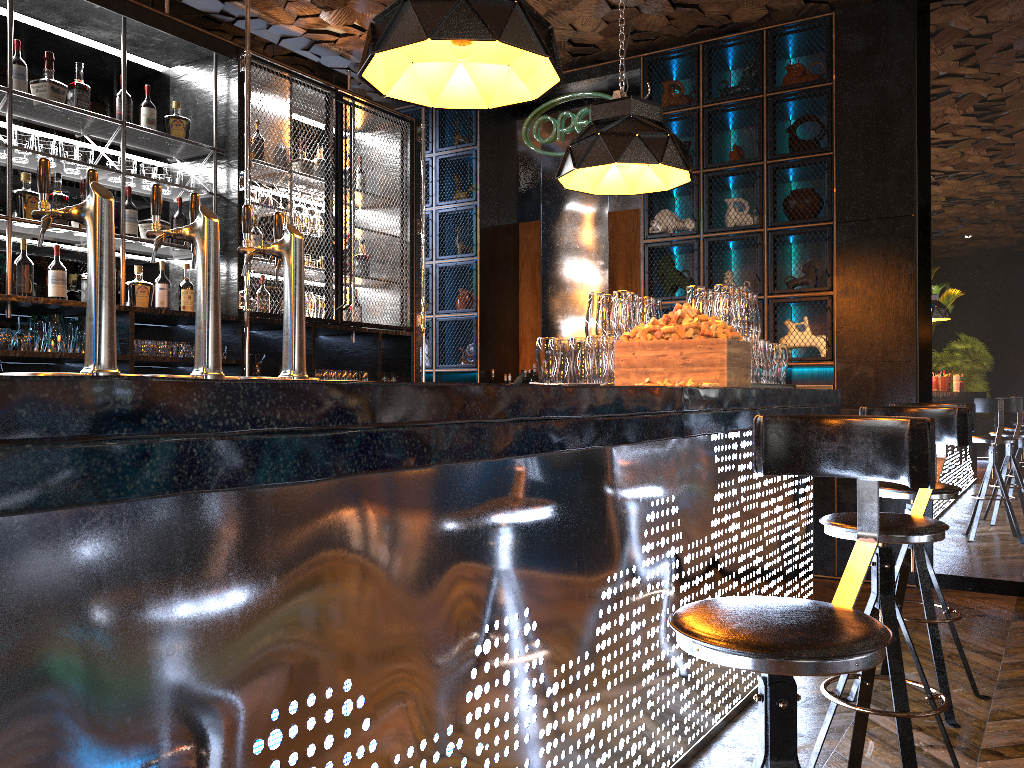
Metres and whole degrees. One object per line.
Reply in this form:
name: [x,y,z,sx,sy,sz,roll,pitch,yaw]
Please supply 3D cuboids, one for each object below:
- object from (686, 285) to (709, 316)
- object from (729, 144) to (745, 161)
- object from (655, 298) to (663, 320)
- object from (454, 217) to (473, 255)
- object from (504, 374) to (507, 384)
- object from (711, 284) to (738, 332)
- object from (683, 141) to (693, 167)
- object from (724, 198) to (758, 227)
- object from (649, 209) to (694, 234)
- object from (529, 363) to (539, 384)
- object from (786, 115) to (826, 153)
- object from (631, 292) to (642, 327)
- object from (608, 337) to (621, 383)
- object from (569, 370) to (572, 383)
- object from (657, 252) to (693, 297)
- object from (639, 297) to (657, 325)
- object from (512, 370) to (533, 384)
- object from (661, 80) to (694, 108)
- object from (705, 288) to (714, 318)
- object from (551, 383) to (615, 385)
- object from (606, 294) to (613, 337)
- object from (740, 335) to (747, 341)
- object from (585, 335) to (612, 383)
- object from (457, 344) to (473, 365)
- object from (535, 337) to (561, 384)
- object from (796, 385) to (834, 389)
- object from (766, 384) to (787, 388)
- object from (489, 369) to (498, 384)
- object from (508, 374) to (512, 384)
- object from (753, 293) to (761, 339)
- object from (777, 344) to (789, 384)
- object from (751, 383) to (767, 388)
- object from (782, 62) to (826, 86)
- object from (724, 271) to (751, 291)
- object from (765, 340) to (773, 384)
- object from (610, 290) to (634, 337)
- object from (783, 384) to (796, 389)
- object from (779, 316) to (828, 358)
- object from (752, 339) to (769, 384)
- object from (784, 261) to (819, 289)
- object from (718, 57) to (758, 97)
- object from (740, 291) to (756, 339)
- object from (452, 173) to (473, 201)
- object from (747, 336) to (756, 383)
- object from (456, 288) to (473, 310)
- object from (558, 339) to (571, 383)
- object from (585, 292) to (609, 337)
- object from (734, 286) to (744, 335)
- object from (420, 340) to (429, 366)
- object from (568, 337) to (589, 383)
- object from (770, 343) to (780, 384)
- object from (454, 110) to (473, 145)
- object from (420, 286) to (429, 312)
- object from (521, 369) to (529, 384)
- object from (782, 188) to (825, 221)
object: [0.757,-0.298,3.650,0.105,0.209,0.105,0,-1,-33]
object: [1.529,-1.523,5.996,0.105,0.168,0.210,0,-1,32]
object: [0.661,-0.292,4.147,0.105,0.209,0.105,0,-1,-33]
object: [-0.368,-1.165,7.153,0.198,0.358,0.116,0,-1,2]
object: [-0.051,0.041,6.957,0.065,0.237,0.065,0,-1,-10]
object: [0.861,-0.298,3.596,0.105,0.209,0.105,0,-1,-33]
object: [1.141,-1.560,6.193,0.253,0.249,0.126,0,-1,32]
object: [1.560,-1.126,5.973,0.253,0.249,0.126,0,-1,2]
object: [1.152,-1.110,6.186,0.403,0.221,0.192,0,-1,1]
object: [0.177,-0.002,6.848,0.086,0.313,0.086,0,-1,-15]
object: [1.897,-1.588,5.740,0.249,0.290,0.114,0,-1,32]
object: [0.519,-0.295,3.902,0.105,0.209,0.105,0,-1,-33]
object: [0.413,-0.087,3.639,0.105,0.209,0.105,0,-1,7]
object: [0.360,0.022,6.635,0.144,0.264,0.116,0,-1,32]
object: [1.145,-0.750,6.191,0.255,0.356,0.167,-1,-1,37]
object: [0.617,-0.293,4.067,0.105,0.209,0.105,0,-1,-33]
object: [0.108,0.017,7.066,0.229,0.294,0.165,0,-1,1]
object: [1.172,-1.992,6.196,0.253,0.249,0.126,0,-1,2]
object: [0.812,-0.297,3.748,0.105,0.209,0.105,0,-1,-33]
object: [0.267,0.008,3.639,0.437,0.019,0.273,0,-1,32]
object: [0.425,-0.294,3.974,0.105,0.209,0.105,0,-1,-33]
object: [0.901,-0.090,3.545,0.105,0.209,0.105,0,-1,-33]
object: [0.346,-0.088,3.553,0.105,0.209,0.105,0,-1,7]
object: [-0.350,-0.225,7.132,0.107,0.209,0.233,1,-1,-41]
object: [0.150,-0.086,3.672,0.105,0.209,0.105,0,-1,-33]
object: [1.847,0.075,5.633,0.396,0.132,0.123,0,-1,33]
object: [0.958,0.011,3.913,0.437,0.019,0.273,0,-1,32]
object: [-0.150,0.023,6.955,0.080,0.279,0.080,0,-1,-10]
object: [-0.016,0.040,6.878,0.065,0.237,0.065,0,-1,0]
object: [1.047,-0.295,3.920,0.105,0.209,0.105,0,-1,-33]
object: [1.242,-0.082,4.158,0.105,0.209,0.105,0,-1,7]
object: [0.816,0.008,3.669,0.437,0.019,0.273,0,-1,32]
object: [1.892,-1.981,5.747,0.278,0.222,0.138,0,-1,32]
object: [1.517,-0.669,5.984,0.183,0.210,0.096,0,-1,35]
object: [1.091,-0.087,3.890,0.105,0.209,0.105,0,-1,-33]
object: [0.474,-0.296,3.823,0.105,0.209,0.105,0,-1,-33]
object: [1.096,0.013,4.158,0.437,0.019,0.273,0,-1,32]
object: [1.900,-0.288,5.722,0.341,0.303,0.164,-1,-1,37]
object: [1.043,-0.088,3.789,0.105,0.209,0.105,0,-1,-33]
object: [1.873,-0.681,5.744,0.212,0.220,0.119,0,-1,16]
object: [1.534,-2.035,5.984,0.289,0.332,0.152,0,-1,24]
object: [1.003,-0.296,3.840,0.105,0.209,0.105,0,-1,-33]
object: [-0.364,-1.565,7.114,0.290,0.290,0.097,0,-1,30]
object: [0.949,-0.089,3.646,0.105,0.209,0.105,0,-1,-33]
object: [-0.324,-0.660,7.187,0.278,0.222,0.138,0,-1,-28]
object: [0.205,-0.085,3.773,0.105,0.209,0.105,0,-1,-33]
object: [0.371,-0.295,3.876,0.105,0.209,0.105,0,-1,-33]
object: [0.905,-0.298,3.675,0.105,0.209,0.105,0,-1,-33]
object: [-0.704,-0.241,7.414,0.126,0.249,0.253,0,-1,7]
object: [0.285,-0.087,3.661,0.105,0.209,0.105,0,-1,-33]
object: [1.175,-0.083,4.072,0.105,0.209,0.105,0,-1,7]
object: [-0.388,-2.034,7.138,0.198,0.358,0.116,0,-1,32]
object: [-0.694,-0.693,7.383,0.290,0.290,0.097,0,-1,-20]
object: [0.107,0.022,6.914,0.080,0.279,0.080,0,-1,-10]
object: [1.887,-1.130,5.739,0.265,0.239,0.266,0,-1,11]
